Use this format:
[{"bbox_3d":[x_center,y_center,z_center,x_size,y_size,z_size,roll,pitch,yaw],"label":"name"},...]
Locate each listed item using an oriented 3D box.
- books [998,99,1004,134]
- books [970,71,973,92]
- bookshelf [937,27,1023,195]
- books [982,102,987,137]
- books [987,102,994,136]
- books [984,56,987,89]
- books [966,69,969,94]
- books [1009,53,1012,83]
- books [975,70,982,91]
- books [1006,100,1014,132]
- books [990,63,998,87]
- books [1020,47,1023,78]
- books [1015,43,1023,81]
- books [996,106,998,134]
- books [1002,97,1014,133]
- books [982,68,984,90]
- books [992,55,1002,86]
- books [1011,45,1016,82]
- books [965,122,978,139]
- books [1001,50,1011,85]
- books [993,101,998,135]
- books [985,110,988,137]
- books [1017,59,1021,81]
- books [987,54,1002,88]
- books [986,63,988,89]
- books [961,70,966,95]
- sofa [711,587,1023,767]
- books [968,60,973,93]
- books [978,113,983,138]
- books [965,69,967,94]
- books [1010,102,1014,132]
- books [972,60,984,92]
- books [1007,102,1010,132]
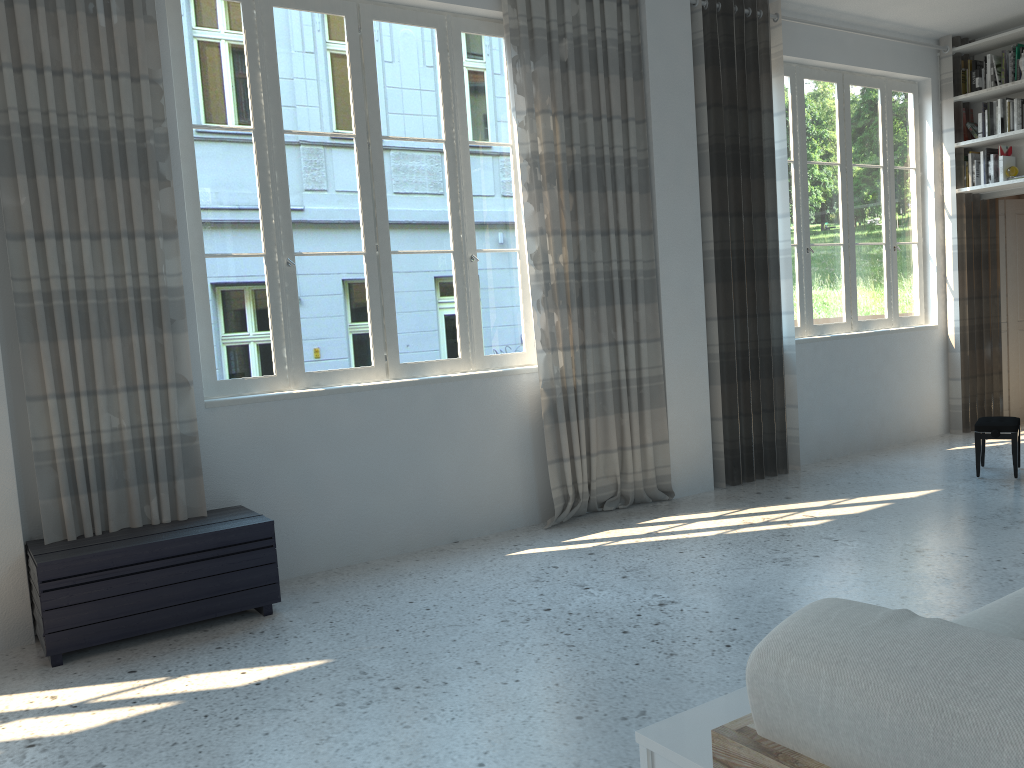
[{"bbox_3d":[3.906,-2.103,7.020,0.179,0.286,0.021,-7,6,-33],"label":"books"},{"bbox_3d":[3.771,-2.430,7.184,0.167,0.195,0.024,-7,6,-33],"label":"books"},{"bbox_3d":[5.421,-1.072,4.806,0.330,3.145,6.295,-7,5,-33],"label":"bookshelf"},{"bbox_3d":[3.845,-2.114,7.156,0.162,0.297,0.011,-7,6,-33],"label":"books"},{"bbox_3d":[3.864,-2.104,7.093,0.185,0.283,0.023,-7,6,-33],"label":"books"},{"bbox_3d":[3.827,-2.471,7.098,0.160,0.281,0.010,-7,6,-33],"label":"books"},{"bbox_3d":[3.755,-2.445,7.218,0.150,0.223,0.023,-7,6,-33],"label":"books"},{"bbox_3d":[3.944,-2.456,6.950,0.130,0.258,0.030,-7,6,-33],"label":"books"},{"bbox_3d":[3.796,-2.424,7.139,0.181,0.186,0.028,-7,6,-33],"label":"books"},{"bbox_3d":[3.946,-2.095,6.982,0.162,0.269,0.013,-7,6,-33],"label":"books"},{"bbox_3d":[3.859,-2.431,7.035,0.175,0.206,0.030,-7,6,-33],"label":"books"},{"bbox_3d":[3.986,-2.462,6.871,0.158,0.275,0.013,-7,6,-33],"label":"books"},{"bbox_3d":[3.963,-2.483,6.909,0.129,0.315,0.029,-7,6,-33],"label":"books"},{"bbox_3d":[3.912,-2.083,7.063,0.155,0.239,0.024,-7,6,-33],"label":"books"},{"bbox_3d":[3.938,-2.107,7.006,0.155,0.292,0.037,-7,6,-33],"label":"books"},{"bbox_3d":[3.832,-2.430,7.127,0.145,0.196,0.031,-7,6,-33],"label":"books"},{"bbox_3d":[3.871,-2.457,7.001,0.190,0.263,0.057,-7,6,-33],"label":"books"},{"bbox_3d":[3.943,-2.477,6.922,0.145,0.304,0.014,-7,6,-33],"label":"books"},{"bbox_3d":[3.801,-2.058,7.250,0.129,0.176,0.121,-7,6,-33],"label":"books"},{"bbox_3d":[3.909,-2.468,6.968,0.181,0.283,0.039,-7,6,-33],"label":"books"},{"bbox_3d":[3.897,-2.108,7.083,0.132,0.288,0.028,-7,6,-33],"label":"books"},{"bbox_3d":[3.858,-2.078,7.117,0.171,0.228,0.022,-7,6,-33],"label":"books"},{"bbox_3d":[3.973,-2.418,6.887,0.159,0.187,0.024,-7,6,-33],"label":"books"},{"bbox_3d":[3.849,-2.471,7.061,0.189,0.284,0.028,-7,6,-33],"label":"books"},{"bbox_3d":[3.845,-2.444,7.090,0.157,0.227,0.024,-7,6,-33],"label":"books"},{"bbox_3d":[3.722,-2.443,7.247,0.188,0.219,0.014,-7,6,-33],"label":"books"},{"bbox_3d":[1.217,0.664,0.394,0.870,0.855,2.194,-7,5,-33],"label":"sofa"},{"bbox_3d":[3.755,-2.475,7.194,0.175,0.286,0.014,-7,6,-33],"label":"books"},{"bbox_3d":[3.833,-2.075,7.177,0.166,0.218,0.034,-7,6,-33],"label":"books"},{"bbox_3d":[3.750,-2.449,7.242,0.129,0.228,0.023,-7,6,-33],"label":"books"},{"bbox_3d":[3.962,-2.082,6.958,0.173,0.244,0.021,-7,6,-33],"label":"books"},{"bbox_3d":[3.777,-2.466,7.157,0.177,0.269,0.025,-7,6,-33],"label":"books"},{"bbox_3d":[3.953,-2.084,6.972,0.192,0.249,0.012,-7,6,-33],"label":"books"}]
